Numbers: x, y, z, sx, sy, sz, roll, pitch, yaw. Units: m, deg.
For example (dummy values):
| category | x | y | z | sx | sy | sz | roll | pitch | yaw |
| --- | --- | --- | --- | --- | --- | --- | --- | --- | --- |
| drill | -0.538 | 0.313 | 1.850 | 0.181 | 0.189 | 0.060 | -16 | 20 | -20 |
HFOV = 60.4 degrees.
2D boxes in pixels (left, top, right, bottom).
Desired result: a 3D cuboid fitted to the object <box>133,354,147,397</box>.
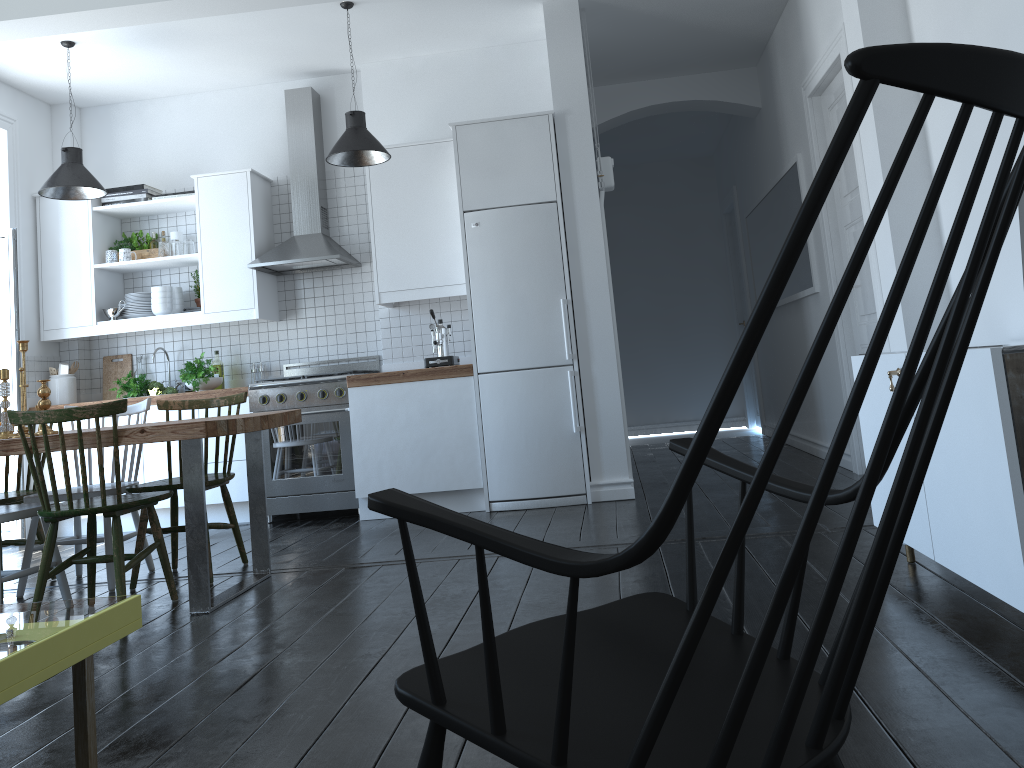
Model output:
| category | x | y | z | sx | sy | sz | roll | pitch | yaw |
| --- | --- | --- | --- | --- | --- | --- | --- | --- | --- |
| object | -2.687 | -0.056 | 6.357 | 0.097 | 0.321 | 0.097 | -6 | -6 | 6 |

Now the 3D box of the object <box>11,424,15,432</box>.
| category | x | y | z | sx | sy | sz | roll | pitch | yaw |
| --- | --- | --- | --- | --- | --- | --- | --- | --- | --- |
| object | -2.274 | 0.190 | 4.001 | 0.102 | 0.115 | 0.101 | -5 | -4 | -8 |

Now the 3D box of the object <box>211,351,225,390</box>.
| category | x | y | z | sx | sy | sz | roll | pitch | yaw |
| --- | --- | --- | --- | --- | --- | --- | --- | --- | --- |
| object | -2.088 | -0.096 | 6.249 | 0.066 | 0.286 | 0.065 | -5 | -6 | 1 |

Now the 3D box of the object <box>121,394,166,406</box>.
| category | x | y | z | sx | sy | sz | roll | pitch | yaw |
| --- | --- | --- | --- | --- | --- | --- | --- | --- | --- |
| object | -2.461 | 0.137 | 6.082 | 0.371 | 0.112 | 0.352 | -5 | 0 | 6 |

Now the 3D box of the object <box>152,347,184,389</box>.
| category | x | y | z | sx | sy | sz | roll | pitch | yaw |
| --- | --- | --- | --- | --- | --- | --- | --- | --- | --- |
| object | -2.437 | -0.086 | 6.247 | 0.189 | 0.357 | 0.271 | -4 | -4 | -17 |

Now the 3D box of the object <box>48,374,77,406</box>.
| category | x | y | z | sx | sy | sz | roll | pitch | yaw |
| --- | --- | --- | --- | --- | --- | --- | --- | --- | --- |
| object | -3.127 | 0.042 | 6.128 | 0.173 | 0.210 | 0.173 | -6 | -4 | 11 |

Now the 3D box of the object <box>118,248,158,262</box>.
| category | x | y | z | sx | sy | sz | roll | pitch | yaw |
| --- | --- | --- | --- | --- | --- | --- | --- | --- | --- |
| object | -2.677 | -0.905 | 6.374 | 0.392 | 0.104 | 0.152 | -5 | -2 | 6 |

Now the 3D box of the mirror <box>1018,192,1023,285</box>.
| category | x | y | z | sx | sy | sz | roll | pitch | yaw |
| --- | --- | --- | --- | --- | --- | --- | --- | --- | --- |
| mirror | 1.689 | -0.401 | 2.629 | 0.054 | 0.508 | 0.691 | -6 | -2 | 6 |

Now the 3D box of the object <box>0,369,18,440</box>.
| category | x | y | z | sx | sy | sz | roll | pitch | yaw |
| --- | --- | --- | --- | --- | --- | --- | --- | --- | --- |
| object | -2.237 | 0.089 | 3.889 | 0.140 | 0.315 | 0.138 | -1 | -7 | -41 |

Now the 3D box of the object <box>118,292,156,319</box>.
| category | x | y | z | sx | sy | sz | roll | pitch | yaw |
| --- | --- | --- | --- | --- | --- | --- | --- | --- | --- |
| object | -2.657 | -0.547 | 6.298 | 0.300 | 0.197 | 0.304 | -6 | -2 | 7 |

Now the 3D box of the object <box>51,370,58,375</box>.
| category | x | y | z | sx | sy | sz | roll | pitch | yaw |
| --- | --- | --- | --- | --- | --- | --- | --- | --- | --- |
| object | -3.162 | 0.018 | 6.129 | 0.116 | 0.254 | 0.060 | -9 | -7 | 35 |

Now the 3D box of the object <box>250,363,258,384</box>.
| category | x | y | z | sx | sy | sz | roll | pitch | yaw |
| --- | --- | --- | --- | --- | --- | --- | --- | --- | --- |
| object | -1.832 | -0.065 | 6.265 | 0.059 | 0.175 | 0.059 | -7 | -6 | 19 |

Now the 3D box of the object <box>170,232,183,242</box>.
| category | x | y | z | sx | sy | sz | roll | pitch | yaw |
| --- | --- | --- | --- | --- | --- | --- | --- | --- | --- |
| object | -2.424 | -0.988 | 6.377 | 0.085 | 0.225 | 0.084 | -7 | -6 | 13 |

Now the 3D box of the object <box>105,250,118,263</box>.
| category | x | y | z | sx | sy | sz | roll | pitch | yaw |
| --- | --- | --- | --- | --- | --- | --- | --- | --- | --- |
| object | -2.832 | -0.888 | 6.233 | 0.083 | 0.101 | 0.107 | -4 | -3 | -25 |

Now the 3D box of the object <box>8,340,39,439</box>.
| category | x | y | z | sx | sy | sz | roll | pitch | yaw |
| --- | --- | --- | --- | --- | --- | --- | --- | --- | --- |
| object | -2.066 | 0.022 | 3.713 | 0.113 | 0.416 | 0.112 | -2 | -7 | -32 |

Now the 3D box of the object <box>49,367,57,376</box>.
| category | x | y | z | sx | sy | sz | roll | pitch | yaw |
| --- | --- | --- | --- | --- | --- | --- | --- | --- | --- |
| object | -3.172 | 0.014 | 6.107 | 0.054 | 0.266 | 0.147 | -3 | -5 | -19 |

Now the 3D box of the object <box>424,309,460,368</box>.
| category | x | y | z | sx | sy | sz | roll | pitch | yaw |
| --- | --- | --- | --- | --- | --- | --- | --- | --- | --- |
| object | -0.470 | -0.288 | 5.678 | 0.205 | 0.374 | 0.350 | -6 | -3 | 6 |

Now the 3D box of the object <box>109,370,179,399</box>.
| category | x | y | z | sx | sy | sz | roll | pitch | yaw |
| --- | --- | --- | --- | --- | --- | --- | --- | --- | --- |
| object | -2.504 | 0.051 | 6.030 | 0.470 | 0.311 | 0.280 | -5 | -3 | -21 |

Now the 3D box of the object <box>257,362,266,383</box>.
| category | x | y | z | sx | sy | sz | roll | pitch | yaw |
| --- | --- | --- | --- | --- | --- | --- | --- | --- | --- |
| object | -1.773 | -0.070 | 6.238 | 0.059 | 0.175 | 0.059 | -7 | -6 | 19 |

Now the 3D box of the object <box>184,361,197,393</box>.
| category | x | y | z | sx | sy | sz | roll | pitch | yaw |
| --- | --- | --- | --- | --- | --- | --- | --- | --- | --- |
| object | -2.304 | -0.047 | 6.309 | 0.085 | 0.233 | 0.084 | -2 | -6 | -29 |

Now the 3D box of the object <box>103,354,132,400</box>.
| category | x | y | z | sx | sy | sz | roll | pitch | yaw |
| --- | --- | --- | --- | --- | --- | --- | --- | --- | --- |
| object | -2.870 | -0.045 | 6.406 | 0.220 | 0.334 | 0.040 | -6 | -6 | 6 |

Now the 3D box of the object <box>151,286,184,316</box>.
| category | x | y | z | sx | sy | sz | roll | pitch | yaw |
| --- | --- | --- | --- | --- | --- | --- | --- | --- | --- |
| object | -2.433 | -0.579 | 6.223 | 0.149 | 0.219 | 0.307 | -6 | -2 | 4 |

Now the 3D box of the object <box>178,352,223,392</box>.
| category | x | y | z | sx | sy | sz | roll | pitch | yaw |
| --- | --- | --- | --- | --- | --- | --- | --- | --- | --- |
| object | -2.135 | -0.082 | 6.024 | 0.271 | 0.272 | 0.335 | -5 | -2 | -4 |

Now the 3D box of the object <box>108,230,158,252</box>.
| category | x | y | z | sx | sy | sz | roll | pitch | yaw |
| --- | --- | --- | --- | --- | --- | --- | --- | --- | --- |
| object | -2.759 | -0.985 | 6.392 | 0.347 | 0.257 | 0.162 | -5 | -4 | -4 |

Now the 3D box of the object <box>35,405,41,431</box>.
| category | x | y | z | sx | sy | sz | roll | pitch | yaw |
| --- | --- | --- | --- | --- | --- | --- | --- | --- | --- |
| object | -2.149 | 0.166 | 4.017 | 0.049 | 0.141 | 0.049 | -6 | -6 | 6 |

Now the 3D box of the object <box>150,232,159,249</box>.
| category | x | y | z | sx | sy | sz | roll | pitch | yaw |
| --- | --- | --- | --- | --- | --- | --- | --- | --- | --- |
| object | -2.582 | -0.987 | 6.359 | 0.060 | 0.228 | 0.059 | -4 | -6 | -11 |

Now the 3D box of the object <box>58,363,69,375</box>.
| category | x | y | z | sx | sy | sz | roll | pitch | yaw |
| --- | --- | --- | --- | --- | --- | --- | --- | --- | --- |
| object | -3.132 | -0.004 | 6.144 | 0.064 | 0.293 | 0.139 | -3 | -6 | -20 |

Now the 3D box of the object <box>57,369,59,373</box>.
| category | x | y | z | sx | sy | sz | roll | pitch | yaw |
| --- | --- | --- | --- | --- | --- | --- | --- | --- | --- |
| object | -3.133 | 0.017 | 6.169 | 0.118 | 0.253 | 0.033 | -6 | -6 | 6 |

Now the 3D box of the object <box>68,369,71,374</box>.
| category | x | y | z | sx | sy | sz | roll | pitch | yaw |
| --- | --- | --- | --- | --- | --- | --- | --- | --- | --- |
| object | -3.099 | 0.014 | 6.169 | 0.051 | 0.250 | 0.113 | -2 | -6 | -29 |

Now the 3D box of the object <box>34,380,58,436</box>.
| category | x | y | z | sx | sy | sz | roll | pitch | yaw |
| --- | --- | --- | --- | --- | --- | --- | --- | --- | --- |
| object | -2.096 | 0.106 | 3.949 | 0.100 | 0.250 | 0.100 | -8 | -6 | 30 |

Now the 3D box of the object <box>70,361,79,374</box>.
| category | x | y | z | sx | sy | sz | roll | pitch | yaw |
| --- | --- | --- | --- | --- | --- | --- | --- | --- | --- |
| object | -3.093 | -0.009 | 6.168 | 0.131 | 0.300 | 0.056 | -4 | -6 | -15 |

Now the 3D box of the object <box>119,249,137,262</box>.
| category | x | y | z | sx | sy | sz | roll | pitch | yaw |
| --- | --- | --- | --- | --- | --- | --- | --- | --- | --- |
| object | -2.712 | -0.900 | 6.205 | 0.108 | 0.101 | 0.082 | -5 | -4 | -5 |

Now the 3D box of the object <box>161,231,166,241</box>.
| category | x | y | z | sx | sy | sz | roll | pitch | yaw |
| --- | --- | --- | --- | --- | --- | --- | --- | --- | --- |
| object | -2.528 | -0.996 | 6.397 | 0.056 | 0.236 | 0.055 | -6 | -6 | 9 |
